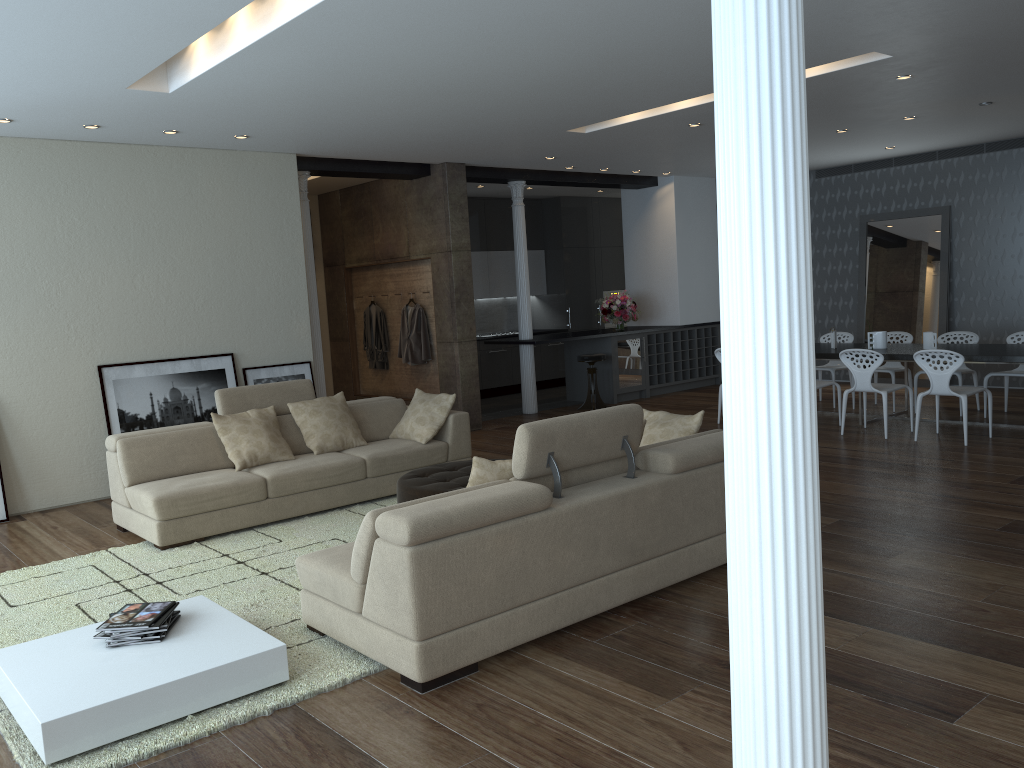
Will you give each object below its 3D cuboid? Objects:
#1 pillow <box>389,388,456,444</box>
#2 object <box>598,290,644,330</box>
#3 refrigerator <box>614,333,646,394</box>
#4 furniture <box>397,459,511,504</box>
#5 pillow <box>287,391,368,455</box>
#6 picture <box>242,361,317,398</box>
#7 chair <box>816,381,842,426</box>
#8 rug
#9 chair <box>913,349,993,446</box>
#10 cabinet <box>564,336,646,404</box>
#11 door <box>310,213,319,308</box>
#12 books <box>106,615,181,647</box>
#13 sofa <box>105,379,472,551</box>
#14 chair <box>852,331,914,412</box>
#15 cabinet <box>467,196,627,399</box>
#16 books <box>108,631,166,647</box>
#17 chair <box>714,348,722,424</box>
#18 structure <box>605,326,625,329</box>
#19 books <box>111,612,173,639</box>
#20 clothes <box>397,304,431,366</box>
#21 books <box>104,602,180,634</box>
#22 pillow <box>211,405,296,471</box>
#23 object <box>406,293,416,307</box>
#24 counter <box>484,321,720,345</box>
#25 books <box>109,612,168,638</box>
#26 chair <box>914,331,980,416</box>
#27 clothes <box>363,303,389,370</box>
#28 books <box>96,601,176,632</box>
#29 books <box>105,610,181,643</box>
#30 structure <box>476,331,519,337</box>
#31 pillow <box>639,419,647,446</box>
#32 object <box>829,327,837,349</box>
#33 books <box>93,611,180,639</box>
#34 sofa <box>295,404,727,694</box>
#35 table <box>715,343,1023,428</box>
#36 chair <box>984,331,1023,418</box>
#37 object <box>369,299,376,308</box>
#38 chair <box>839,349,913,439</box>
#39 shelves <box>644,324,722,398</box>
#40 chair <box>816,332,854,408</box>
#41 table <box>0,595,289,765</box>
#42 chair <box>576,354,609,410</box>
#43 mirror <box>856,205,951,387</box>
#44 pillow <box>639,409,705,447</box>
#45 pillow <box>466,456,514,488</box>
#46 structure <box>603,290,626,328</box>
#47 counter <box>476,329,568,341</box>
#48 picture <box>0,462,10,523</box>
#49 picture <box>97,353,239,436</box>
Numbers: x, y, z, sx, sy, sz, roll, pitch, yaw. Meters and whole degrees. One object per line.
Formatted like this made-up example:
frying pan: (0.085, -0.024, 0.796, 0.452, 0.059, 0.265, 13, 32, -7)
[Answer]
pillow: (-0.722, 0.255, 7.307, 0.395, 0.393, 0.518, -9, 8, -43)
object: (1.465, -1.014, 12.146, 0.544, 0.552, 0.570, -7, 7, -34)
refrigerator: (1.567, -0.280, 11.835, 0.578, 0.774, 0.075, -8, 7, -36)
furniture: (-0.235, 0.756, 5.930, 1.057, 0.355, 1.057, -8, 7, -38)
pillow: (-1.456, 0.309, 7.001, 0.534, 0.439, 0.301, -9, 8, -43)
picture: (-2.167, 0.307, 8.497, 0.700, 0.988, 0.195, -8, 8, -40)
chair: (2.933, 0.030, 8.918, 0.581, 0.835, 0.495, -8, 8, -40)
rug: (-0.880, 1.042, 5.369, 4.231, 0.020, 2.972, -8, 8, -40)
chair: (3.865, 0.085, 7.831, 0.581, 0.835, 0.495, -8, 8, -40)
cabinet: (1.270, -0.235, 12.152, 0.642, 0.897, 0.900, -8, 8, -40)
door: (-3.083, -0.892, 11.767, 1.037, 2.814, 0.246, -8, 8, -40)
books: (-1.578, 1.059, 3.813, 0.220, 0.010, 0.300, -4, 6, -5)
sofa: (-1.633, 0.467, 6.842, 2.581, 0.950, 1.021, -8, 8, -40)
chair: (4.178, -0.150, 9.923, 0.581, 0.835, 0.495, -8, 8, -40)
cabinet: (0.688, -1.487, 14.397, 7.409, 2.980, 0.827, -8, 8, -40)
books: (-1.604, 1.051, 3.810, 0.220, 0.010, 0.300, -6, 6, -20)
chair: (2.484, 0.001, 9.456, 0.581, 0.835, 0.495, -8, 8, -40)
structure: (1.613, -0.675, 15.075, 0.595, 0.596, 0.591, -8, 8, -40)
books: (-1.581, 1.020, 3.809, 0.220, 0.010, 0.300, -5, 6, -15)
clothes: (-1.192, -0.592, 10.617, 0.173, 0.735, 0.700, -9, 8, -41)
books: (-1.582, 1.001, 3.807, 0.220, 0.010, 0.300, -4, 6, -5)
pillow: (-1.923, 0.391, 6.594, 0.519, 0.416, 0.368, -9, 8, -44)
object: (-1.198, -0.978, 10.579, 0.010, 0.219, 0.430, -8, 8, -40)
counter: (1.372, -0.719, 12.213, 3.700, 0.040, 1.000, -8, 8, -40)
books: (-1.606, 1.013, 3.806, 0.220, 0.010, 0.300, -6, 6, -25)
chair: (4.631, -0.122, 9.386, 0.581, 0.835, 0.495, -8, 8, -40)
clothes: (-1.762, -0.603, 11.312, 0.141, 0.855, 0.569, -8, 8, -39)
books: (-1.607, 0.994, 3.804, 0.220, 0.010, 0.300, -3, 6, 0)
books: (-1.579, 1.040, 3.811, 0.220, 0.010, 0.300, -4, 6, -5)
structure: (-0.248, -0.752, 13.603, 0.900, 0.066, 0.520, -8, 8, -40)
pillow: (0.461, 0.427, 4.731, 0.534, 0.439, 0.301, -8, 7, -36)
object: (3.443, -0.499, 9.532, 0.076, 0.233, 0.161, 0, 7, 31)
books: (-1.605, 1.032, 3.808, 0.220, 0.010, 0.300, -2, 6, 10)
sofa: (0.267, 0.584, 4.592, 2.581, 0.950, 1.021, -8, 8, -40)
table: (3.878, -0.005, 9.201, 1.200, 0.733, 3.400, -8, 8, -40)
chair: (5.083, -0.094, 8.850, 0.581, 0.835, 0.495, -8, 8, -40)
object: (-1.770, -1.016, 11.275, 0.010, 0.219, 0.430, -8, 8, -40)
chair: (3.402, 0.060, 8.349, 0.581, 0.835, 0.495, -8, 8, -40)
shelves: (2.163, -0.366, 12.899, 1.700, 0.897, 0.900, -8, 8, -40)
chair: (3.725, -0.178, 10.459, 0.581, 0.835, 0.495, -8, 8, -40)
table: (-1.537, 1.165, 3.639, 0.900, 0.170, 0.900, -8, 8, -40)
chair: (2.555, 0.316, 8.279, 16.134, 0.952, 21.556, -8, 8, -40)
mirror: (5.126, -1.121, 11.676, 0.240, 2.294, 1.200, -8, 8, -40)
pillow: (0.889, 0.354, 5.399, 0.395, 0.393, 0.518, -8, 7, -36)
pillow: (-0.022, 0.507, 4.343, 0.519, 0.416, 0.368, -8, 7, -35)
structure: (1.577, -1.272, 15.014, 0.595, 0.596, 0.591, -8, 8, -40)
counter: (-0.728, -0.577, 13.261, 3.597, 0.223, 0.807, -8, 8, -40)
picture: (-4.283, 0.619, 6.728, 0.700, 0.988, 0.195, -8, 8, -40)
picture: (-2.941, 0.349, 7.828, 1.183, 1.140, 0.225, -8, 8, -40)
